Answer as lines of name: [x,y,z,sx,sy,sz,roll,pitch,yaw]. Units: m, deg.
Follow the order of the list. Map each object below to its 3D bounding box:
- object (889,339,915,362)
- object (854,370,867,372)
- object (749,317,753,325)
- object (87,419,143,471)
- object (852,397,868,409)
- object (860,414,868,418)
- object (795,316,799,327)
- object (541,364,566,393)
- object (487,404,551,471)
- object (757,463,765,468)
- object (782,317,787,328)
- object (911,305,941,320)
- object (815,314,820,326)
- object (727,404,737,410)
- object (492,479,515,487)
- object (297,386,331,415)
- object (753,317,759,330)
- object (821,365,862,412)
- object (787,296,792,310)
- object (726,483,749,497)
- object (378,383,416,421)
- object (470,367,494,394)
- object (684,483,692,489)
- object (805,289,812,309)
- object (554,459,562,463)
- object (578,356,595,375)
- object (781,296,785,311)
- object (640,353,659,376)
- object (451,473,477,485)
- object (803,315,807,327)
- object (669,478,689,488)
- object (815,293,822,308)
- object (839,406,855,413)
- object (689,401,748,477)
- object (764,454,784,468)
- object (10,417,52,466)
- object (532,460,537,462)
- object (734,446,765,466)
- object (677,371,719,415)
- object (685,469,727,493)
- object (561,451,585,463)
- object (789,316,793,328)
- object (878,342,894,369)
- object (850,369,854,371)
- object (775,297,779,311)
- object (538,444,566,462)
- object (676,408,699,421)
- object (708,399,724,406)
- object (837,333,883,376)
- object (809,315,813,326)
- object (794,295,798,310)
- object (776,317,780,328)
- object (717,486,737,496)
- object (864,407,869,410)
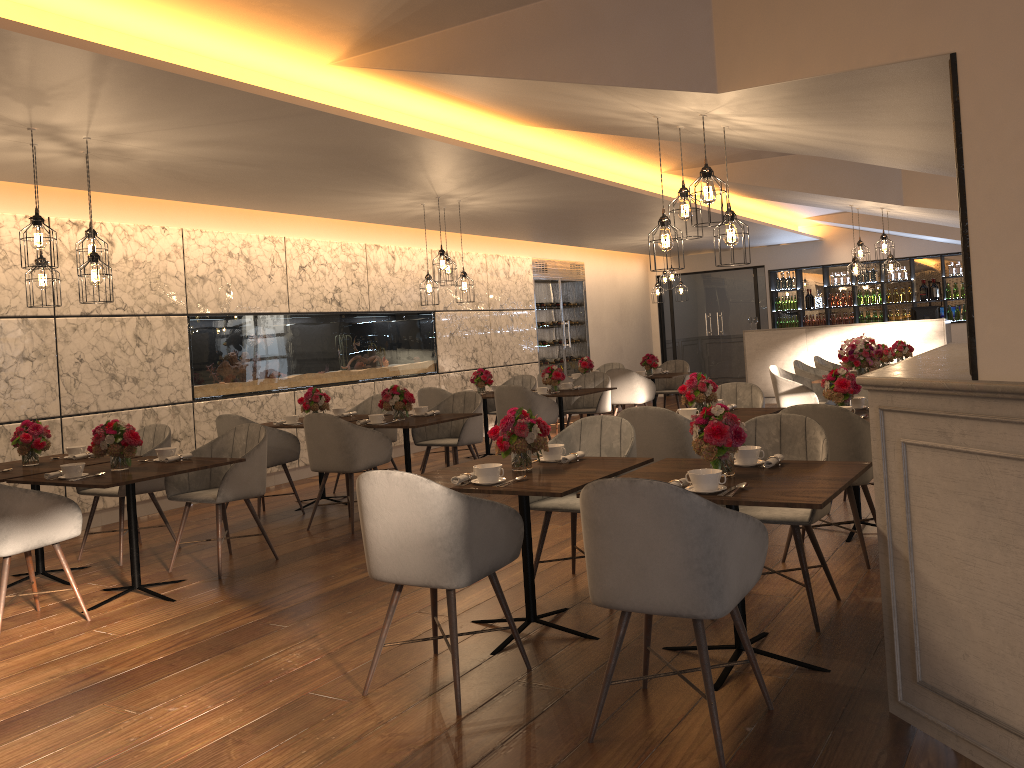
object: [4.441,-0.369,10.126,0.305,0.301,0.234,-4,1,-11]
object: [3.667,-0.134,9.406,0.197,0.015,0.043,-2,3,28]
object: [3.896,-0.985,14.447,0.065,0.208,0.065,-4,0,23]
object: [-2.226,0.333,4.998,0.305,0.301,0.234,-3,1,10]
object: [2.218,0.124,5.712,0.148,0.072,0.148,-4,2,0]
object: [2.035,0.195,5.133,0.043,0.015,0.198,-2,3,28]
object: [5.075,-1.089,15.773,0.065,0.261,0.066,-4,0,11]
object: [0.444,-0.064,9.289,0.234,0.301,0.305,-4,1,-25]
object: [0.032,0.238,4.027,0.306,0.301,0.234,-5,1,-39]
object: [1.056,0.328,3.692,0.025,0.024,0.193,-3,3,32]
object: [4.888,-1.083,15.889,0.065,0.261,0.066,-4,0,11]
object: [6.183,-0.995,13.212,0.408,0.329,0.130,-3,0,9]
object: [5.375,-1.098,15.585,0.065,0.261,0.066,-4,0,11]
object: [1.515,0.163,6.152,0.056,0.039,0.176,-3,3,32]
object: [-0.017,0.408,3.687,0.022,0.004,0.211,-2,3,32]
object: [-1.708,0.162,7.631,0.234,0.301,0.306,-3,1,34]
object: [3.970,-0.988,14.405,0.065,0.208,0.146,-4,1,24]
object: [2.060,0.029,5.511,0.234,0.301,0.305,-4,1,7]
object: [4.958,-1.448,15.833,0.065,0.261,0.066,-4,0,11]
object: [0.809,0.377,3.163,0.043,0.015,0.198,-2,3,28]
object: [-0.917,0.138,7.102,0.305,0.301,0.234,-3,1,10]
object: [-0.345,-0.042,9.815,0.234,0.301,0.305,-4,1,-36]
object: [0.640,0.378,3.257,0.025,0.024,0.193,-3,3,32]
object: [5.243,-1.505,15.658,0.104,0.360,0.104,-4,0,4]
object: [0.255,0.354,4.192,0.025,0.024,0.193,-3,3,32]
object: [1.006,-0.238,11.906,0.234,0.301,0.305,-4,1,7]
object: [4.864,-1.445,15.892,0.065,0.261,0.066,-4,0,11]
object: [1.767,-0.262,11.439,0.234,0.301,0.305,-4,1,-11]
object: [-0.195,0.398,3.766,0.056,0.039,0.176,-3,3,32]
object: [5.188,-1.092,15.702,0.065,0.261,0.066,-4,0,11]
object: [0.605,0.373,3.267,0.056,0.039,0.176,-3,3,32]
object: [5.384,-1.470,15.564,0.108,0.282,0.108,-4,0,-12]
object: [1.927,0.170,5.177,0.148,0.072,0.148,-4,2,0]
object: [0.834,0.212,3.540,0.234,0.301,0.305,-4,1,7]
object: [1.090,0.320,3.682,0.056,0.039,0.176,-3,3,32]
object: [-3.014,0.356,5.526,0.234,0.301,0.305,-4,1,-36]
object: [0.114,0.370,4.261,0.022,0.004,0.211,-2,3,32]
object: [0.992,0.306,3.742,0.148,0.072,0.148,-4,2,0]
object: [1.258,0.055,5.997,0.306,0.301,0.234,-5,1,-39]
object: [0.701,0.353,3.207,0.148,0.072,0.148,-4,2,0]
object: [0.289,0.345,4.182,0.056,0.039,0.176,-3,3,32]
object: [4.981,-1.086,15.831,0.065,0.261,0.066,-4,0,11]
object: [3.949,-0.300,9.471,0.306,0.301,0.234,-5,1,-39]
object: [3.709,-0.171,9.513,0.148,0.072,0.148,-4,2,-15]
object: [4.771,-1.442,15.950,0.065,0.261,0.066,-4,0,11]
object: [0.192,0.331,4.242,0.148,0.072,0.148,-4,2,0]
object: [1.126,0.196,5.677,0.148,0.072,0.148,-4,2,0]
object: [1.417,0.149,6.212,0.148,0.072,0.148,-4,2,0]
object: [3.432,-0.290,8.730,0.419,0.425,0.406,-3,1,20]
object: [5.282,-1.095,15.643,0.065,0.261,0.066,-4,0,11]
object: [5.052,-1.451,15.775,0.065,0.261,0.066,-4,0,11]
object: [4.794,-1.080,15.948,0.065,0.261,0.066,-4,0,11]
object: [0.783,0.383,3.188,0.022,0.004,0.211,-2,3,32]
object: [2.281,0.146,5.662,0.025,0.024,0.193,-3,3,32]
